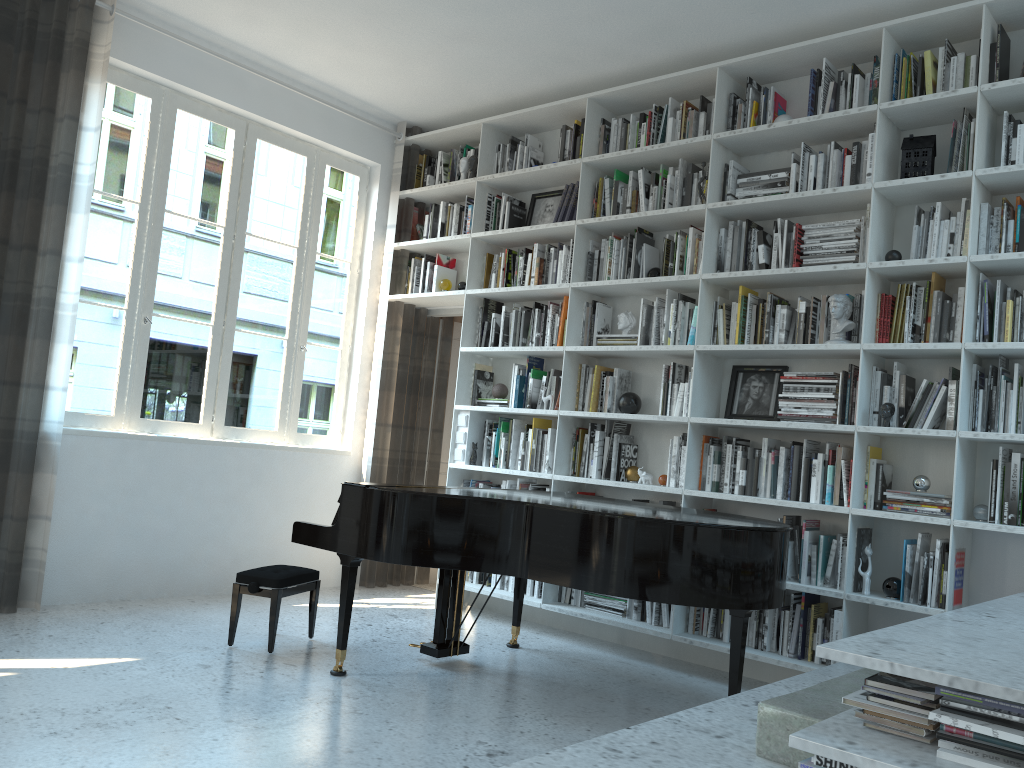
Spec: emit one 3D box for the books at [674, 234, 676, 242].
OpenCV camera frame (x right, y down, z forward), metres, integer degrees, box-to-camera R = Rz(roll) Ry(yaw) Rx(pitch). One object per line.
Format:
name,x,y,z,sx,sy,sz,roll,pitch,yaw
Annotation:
books,0.927,-0.676,4.885,0.009,0.266,0.149,2,-5,41

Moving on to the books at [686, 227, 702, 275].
books,1.005,-0.683,4.795,0.022,0.284,0.190,2,-5,41

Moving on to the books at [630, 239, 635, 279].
books,0.726,-0.679,5.041,0.010,0.261,0.158,2,-5,41

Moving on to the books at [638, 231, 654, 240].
books,0.747,-0.700,5.037,0.005,0.305,0.162,2,-5,41

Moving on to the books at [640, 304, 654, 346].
books,0.778,-0.305,4.930,0.030,0.247,0.174,2,-5,41

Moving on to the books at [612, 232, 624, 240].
books,0.616,-0.709,5.154,0.011,0.317,0.155,2,-5,41

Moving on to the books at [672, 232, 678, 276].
books,0.931,-0.681,4.869,0.005,0.275,0.157,2,-5,41

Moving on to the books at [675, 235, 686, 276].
books,0.945,-0.667,4.823,0.013,0.243,0.189,2,-5,41

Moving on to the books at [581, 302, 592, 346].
books,0.468,-0.330,5.232,0.012,0.285,0.159,2,-5,41

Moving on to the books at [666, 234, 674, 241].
books,0.887,-0.681,4.928,0.012,0.275,0.129,2,-5,41

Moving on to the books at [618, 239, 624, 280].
books,0.668,-0.682,5.079,0.009,0.261,0.180,2,-5,41

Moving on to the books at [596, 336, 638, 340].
books,0.643,-0.251,5.062,0.285,0.012,0.159,1,-6,43

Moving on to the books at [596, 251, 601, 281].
books,0.551,-0.661,5.218,0.024,0.219,0.140,2,-5,41

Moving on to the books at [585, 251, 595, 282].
books,0.498,-0.659,5.232,0.015,0.207,0.186,2,-5,41

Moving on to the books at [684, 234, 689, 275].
books,0.988,-0.669,4.809,0.006,0.253,0.180,2,-5,41

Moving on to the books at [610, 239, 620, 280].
books,0.631,-0.685,5.100,0.009,0.263,0.189,2,-5,41

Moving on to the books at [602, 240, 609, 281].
books,0.593,-0.684,5.154,0.024,0.262,0.178,2,-5,41

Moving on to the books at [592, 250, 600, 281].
books,0.532,-0.664,5.236,0.029,0.224,0.136,2,-5,41

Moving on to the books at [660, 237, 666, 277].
books,0.874,-0.671,4.927,0.005,0.254,0.161,2,-5,41

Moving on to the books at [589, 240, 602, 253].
books,0.503,-0.696,5.256,0.012,0.285,0.159,2,-5,41

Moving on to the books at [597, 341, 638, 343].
books,0.636,-0.227,5.056,0.254,0.012,0.161,2,-5,36

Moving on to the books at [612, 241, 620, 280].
books,0.639,-0.678,5.094,0.012,0.251,0.184,2,-5,41

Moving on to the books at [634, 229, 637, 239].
books,0.729,-0.708,5.053,0.004,0.320,0.153,2,-5,41

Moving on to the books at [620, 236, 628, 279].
books,0.680,-0.690,5.078,0.011,0.279,0.169,2,-5,41

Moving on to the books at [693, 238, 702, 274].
books,1.030,-0.654,4.783,0.011,0.229,0.166,2,-5,41

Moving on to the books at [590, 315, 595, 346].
books,0.509,-0.291,5.193,0.034,0.209,0.136,2,-5,41

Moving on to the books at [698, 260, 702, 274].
books,1.073,-0.660,4.705,0.064,0.237,0.209,2,-5,41

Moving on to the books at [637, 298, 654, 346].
books,0.760,-0.324,4.956,0.012,0.285,0.159,2,-5,41

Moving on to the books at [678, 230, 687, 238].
books,0.952,-0.686,4.865,0.033,0.287,0.155,2,-5,41

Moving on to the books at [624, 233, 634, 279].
books,0.704,-0.695,5.055,0.011,0.291,0.177,2,-5,41

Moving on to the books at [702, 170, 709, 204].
books,1.090,-1.055,4.774,0.058,0.302,0.175,2,-5,41

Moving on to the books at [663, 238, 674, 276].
books,0.885,-0.665,4.879,0.005,0.236,0.178,2,-5,41

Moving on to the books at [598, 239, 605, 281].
books,0.568,-0.693,5.181,0.026,0.279,0.151,2,-5,41

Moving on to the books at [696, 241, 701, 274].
books,1.042,-0.647,4.771,0.024,0.216,0.142,2,-5,41

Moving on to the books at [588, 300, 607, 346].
books,0.503,-0.334,5.218,0.011,0.297,0.136,2,-5,41

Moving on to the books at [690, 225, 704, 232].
books,0.996,-0.694,4.808,0.006,0.303,0.165,2,-5,41

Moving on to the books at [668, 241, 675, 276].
books,0.909,-0.655,4.854,0.006,0.216,0.181,2,-5,41

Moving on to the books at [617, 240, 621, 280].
books,0.664,-0.680,5.105,0.010,0.261,0.169,2,-5,41

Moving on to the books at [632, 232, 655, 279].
books,0.742,-0.693,5.013,0.011,0.287,0.189,2,-5,41

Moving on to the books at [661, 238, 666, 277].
books,0.877,-0.666,4.898,0.005,0.240,0.174,2,-5,41

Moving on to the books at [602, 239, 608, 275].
books,0.579,-0.691,5.165,0.012,0.276,0.157,2,-5,41

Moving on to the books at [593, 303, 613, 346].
books,0.529,-0.325,5.172,0.021,0.277,0.136,2,-5,41

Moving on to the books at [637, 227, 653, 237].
books,0.746,-0.712,5.043,0.005,0.331,0.161,2,-5,41

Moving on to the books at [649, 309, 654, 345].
books,0.816,-0.291,4.933,0.024,0.227,0.138,2,-5,41

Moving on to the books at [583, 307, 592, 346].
books,0.476,-0.317,5.215,0.024,0.257,0.134,2,-5,41

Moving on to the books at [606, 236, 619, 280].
books,0.608,-0.695,5.130,0.010,0.283,0.184,2,-5,41

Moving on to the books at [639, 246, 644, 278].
books,0.771,-0.655,5.018,0.012,0.218,0.151,2,-5,41

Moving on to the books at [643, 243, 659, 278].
books,0.784,-0.662,4.996,0.031,0.232,0.148,2,-5,41

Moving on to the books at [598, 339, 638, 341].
books,0.640,-0.239,5.060,0.254,0.012,0.161,2,-6,38

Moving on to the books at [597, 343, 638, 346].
books,0.636,-0.215,5.057,0.254,0.012,0.161,2,-5,37

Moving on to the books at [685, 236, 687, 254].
books,0.980,-0.669,4.824,0.017,0.253,0.139,2,-5,41

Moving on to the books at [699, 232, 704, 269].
books,1.055,-0.668,4.751,0.022,0.257,0.155,2,-5,41

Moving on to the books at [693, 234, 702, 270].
books,1.020,-0.669,4.788,0.010,0.257,0.140,2,-5,41

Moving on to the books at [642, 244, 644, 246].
books,0.769,-0.664,5.031,0.009,0.236,0.135,2,-5,41

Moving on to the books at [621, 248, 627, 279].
books,0.680,-0.656,5.063,0.011,0.209,0.181,2,-5,41

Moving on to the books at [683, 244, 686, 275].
books,0.977,-0.659,4.842,0.011,0.236,0.130,2,-5,41

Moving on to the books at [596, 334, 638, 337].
books,0.640,-0.263,5.059,0.285,0.012,0.159,2,-5,37
